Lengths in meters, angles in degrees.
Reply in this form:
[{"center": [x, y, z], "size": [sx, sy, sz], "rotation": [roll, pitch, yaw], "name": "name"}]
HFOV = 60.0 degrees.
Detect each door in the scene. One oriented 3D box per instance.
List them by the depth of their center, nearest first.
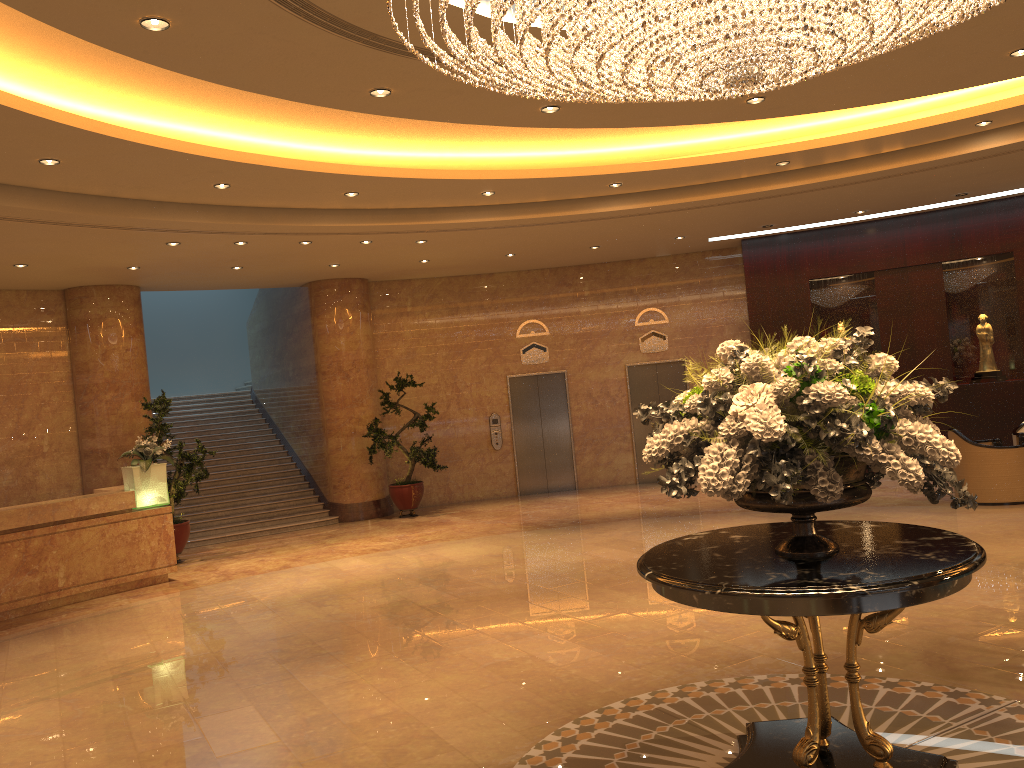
[{"center": [2.649, 0.665, 15.735], "size": [1.070, 2.149, 0.150], "rotation": [-6, 0, 7], "name": "door"}, {"center": [0.535, 0.868, 15.800], "size": [1.070, 2.145, 0.150], "rotation": [-6, 0, -3], "name": "door"}]

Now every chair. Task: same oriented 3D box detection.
[{"center": [5.795, 0.966, 10.835], "size": [0.769, 0.916, 0.951], "rotation": [-6, 0, 7], "name": "chair"}, {"center": [7.178, 0.833, 11.770], "size": [0.951, 0.916, 0.769], "rotation": [-6, 0, 22], "name": "chair"}]

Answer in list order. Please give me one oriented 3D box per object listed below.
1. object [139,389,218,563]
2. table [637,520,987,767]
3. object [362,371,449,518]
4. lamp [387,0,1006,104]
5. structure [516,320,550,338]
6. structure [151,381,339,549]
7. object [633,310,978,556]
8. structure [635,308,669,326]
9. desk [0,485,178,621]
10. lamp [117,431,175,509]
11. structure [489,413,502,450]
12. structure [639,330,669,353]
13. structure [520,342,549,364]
[{"center": [-4.699, 1.259, 12.233], "size": [1.250, 2.363, 0.843], "rotation": [-6, 0, 42], "name": "object"}, {"center": [1.365, 1.289, 4.031], "size": [1.493, 1.089, 1.493], "rotation": [-5, 0, -35], "name": "table"}, {"center": [-1.741, 0.976, 14.331], "size": [1.250, 2.363, 0.843], "rotation": [-6, 0, -7], "name": "object"}, {"center": [1.019, -1.981, 4.087], "size": [3.204, 1.196, 3.206], "rotation": [-6, 0, 9], "name": "lamp"}, {"center": [0.358, -0.996, 15.762], "size": [0.600, 0.293, 0.010], "rotation": [-6, 0, -4], "name": "structure"}, {"center": [-5.848, -0.228, 16.839], "size": [9.849, 5.560, 7.472], "rotation": [-5, 0, -28], "name": "structure"}, {"center": [1.247, 0.253, 4.002], "size": [1.318, 0.999, 1.277], "rotation": [-6, 0, 2], "name": "object"}, {"center": [2.462, -1.201, 15.688], "size": [0.600, 0.293, 0.010], "rotation": [-6, 0, 7], "name": "structure"}, {"center": [-6.408, 2.017, 5.304], "size": [3.466, 1.155, 12.951], "rotation": [-6, 0, 6], "name": "desk"}, {"center": [-4.425, 1.032, 10.820], "size": [0.532, 0.897, 0.606], "rotation": [-6, 0, 41], "name": "lamp"}, {"center": [-0.284, 0.841, 15.661], "size": [0.200, 0.661, 0.053], "rotation": [-6, 0, -7], "name": "structure"}, {"center": [2.506, -0.756, 15.688], "size": [0.504, 0.405, 0.012], "rotation": [-6, 0, 7], "name": "structure"}, {"center": [0.401, -0.552, 15.762], "size": [0.504, 0.405, 0.012], "rotation": [-6, 0, -4], "name": "structure"}]
